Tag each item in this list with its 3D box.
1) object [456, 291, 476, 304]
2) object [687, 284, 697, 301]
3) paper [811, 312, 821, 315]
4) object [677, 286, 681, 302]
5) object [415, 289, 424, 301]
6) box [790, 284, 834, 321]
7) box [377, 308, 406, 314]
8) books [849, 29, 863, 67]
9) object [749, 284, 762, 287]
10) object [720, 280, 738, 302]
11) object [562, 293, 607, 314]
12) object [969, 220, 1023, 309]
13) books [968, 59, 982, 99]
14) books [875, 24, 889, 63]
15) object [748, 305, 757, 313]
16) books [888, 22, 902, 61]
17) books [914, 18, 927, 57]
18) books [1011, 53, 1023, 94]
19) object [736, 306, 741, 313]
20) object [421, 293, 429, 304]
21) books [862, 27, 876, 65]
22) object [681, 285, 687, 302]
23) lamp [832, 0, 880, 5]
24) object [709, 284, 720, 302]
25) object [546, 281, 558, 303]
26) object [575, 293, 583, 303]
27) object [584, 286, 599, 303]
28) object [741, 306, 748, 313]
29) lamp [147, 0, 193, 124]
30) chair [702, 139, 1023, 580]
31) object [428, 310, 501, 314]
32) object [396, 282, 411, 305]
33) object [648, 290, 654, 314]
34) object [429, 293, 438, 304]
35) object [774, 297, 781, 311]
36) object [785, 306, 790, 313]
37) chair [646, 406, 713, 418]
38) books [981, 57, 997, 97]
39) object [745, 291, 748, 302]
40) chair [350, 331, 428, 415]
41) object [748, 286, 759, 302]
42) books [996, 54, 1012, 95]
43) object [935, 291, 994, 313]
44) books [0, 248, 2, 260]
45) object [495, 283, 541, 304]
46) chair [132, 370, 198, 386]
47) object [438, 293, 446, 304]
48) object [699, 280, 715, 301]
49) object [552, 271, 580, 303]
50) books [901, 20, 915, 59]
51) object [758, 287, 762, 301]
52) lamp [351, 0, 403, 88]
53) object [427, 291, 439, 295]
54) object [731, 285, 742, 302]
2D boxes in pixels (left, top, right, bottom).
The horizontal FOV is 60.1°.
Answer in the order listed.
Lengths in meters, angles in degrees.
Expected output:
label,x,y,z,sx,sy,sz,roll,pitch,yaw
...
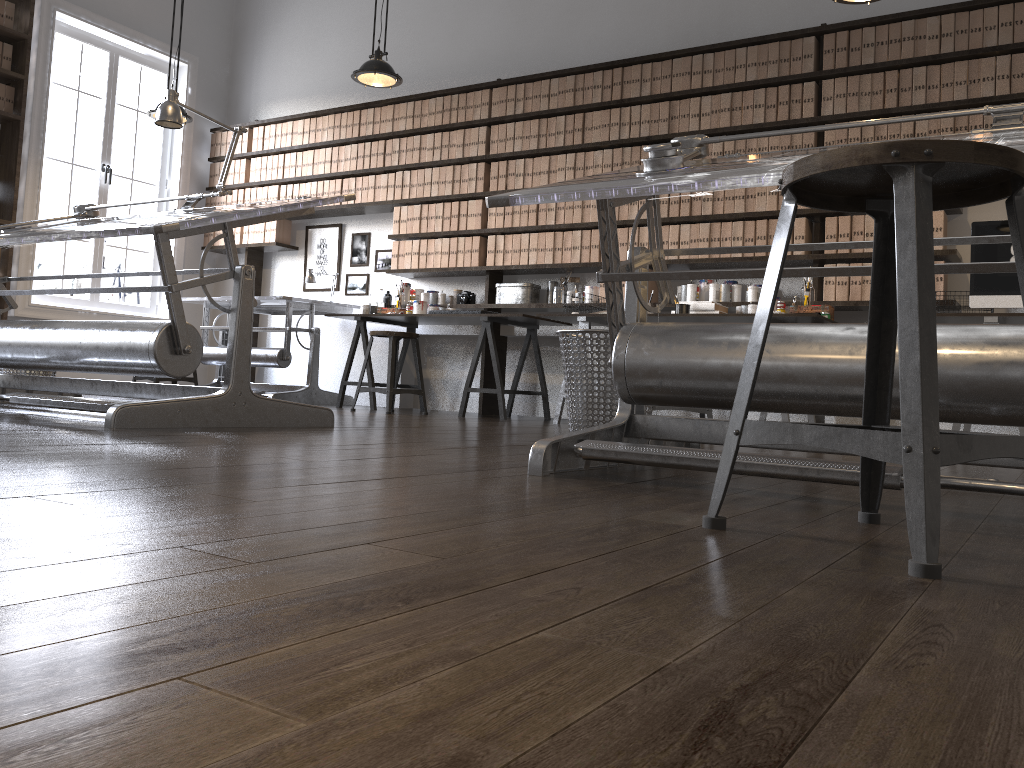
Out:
label,x,y,z,sx,sy,sz,roll,pitch,yaw
object,-0.352,-0.636,6.569,0.171,0.109,0.090,2,-2,32
object,1.133,-0.568,5.582,0.062,0.119,0.061,3,-3,-8
paper,1.590,-0.377,4.854,0.137,0.038,0.155,4,-1,-43
object,1.096,-0.569,5.713,0.062,0.119,0.061,4,-3,-17
object,-0.715,-0.668,6.855,0.070,0.131,0.070,4,-3,-20
box,1.689,-0.459,4.981,0.212,0.208,0.137,2,-3,32
box,-0.879,-0.521,6.585,0.212,0.083,0.137,3,-1,32
books,2.044,-1.949,5.222,0.067,0.226,0.174,1,-3,32
object,1.525,-0.550,5.520,0.094,0.130,0.094,2,-3,19
object,1.351,-0.572,5.570,0.094,0.162,0.205,1,-2,34
object,0.474,-0.489,5.725,0.204,0.161,0.283,2,-2,32
object,2.649,-0.562,4.414,0.643,0.519,0.204,2,-3,32
books,2.555,-1.647,4.873,0.067,0.226,0.174,1,-3,32
books,2.164,-1.944,5.146,0.067,0.226,0.174,1,-3,32
object,1.411,-0.415,5.182,0.062,0.095,0.061,3,-3,-8
books,2.224,-1.941,5.108,0.067,0.226,0.174,1,-3,32
books,2.337,-1.935,5.036,0.067,0.226,0.174,1,-3,32
books,2.729,-1.639,4.764,0.067,0.226,0.174,1,-3,32
object,1.373,-0.416,5.313,0.062,0.095,0.062,4,-3,-17
object,-0.662,-0.643,6.734,0.062,0.095,0.061,2,-3,18
books,2.101,-1.947,5.180,0.067,0.226,0.174,1,-3,32
object,1.110,-0.568,5.648,0.063,0.118,0.062,4,-3,-17
lamp,1.600,-2.854,3.954,0.312,2.259,0.310,5,-4,-33
object,1.258,-0.562,5.508,0.062,0.119,0.061,3,-3,0
object,0.286,-0.636,6.320,0.079,0.189,0.078,2,-3,11
object,0.500,-0.582,6.090,0.180,0.094,0.062,4,-3,-44
object,0.541,-0.597,6.020,0.095,0.128,0.094,1,-3,39
object,1.387,-0.415,5.248,0.063,0.094,0.062,4,-3,-17
lamp,-2.412,-3.046,6.464,0.311,2.259,0.311,2,-3,12
chair,0.530,-0.035,1.226,0.358,0.529,0.371,4,-3,-30
object,-0.296,-0.465,5.953,0.446,0.033,0.311,3,-1,32
object,-0.842,-0.692,6.848,0.107,0.177,0.107,1,-3,34
object,0.856,-0.493,5.634,0.101,0.210,0.101,4,-3,-13
object,-0.596,-0.639,6.709,0.062,0.094,0.063,2,-3,18
object,1.498,-0.429,5.113,0.105,0.142,0.103,1,-3,40
object,1.588,-0.399,5.084,0.060,0.089,0.059,1,-3,37
chair,0.863,0.010,4.601,0.372,0.529,0.357,3,-3,5
books,2.607,-1.644,4.839,0.067,0.226,0.174,1,-3,32
object,1.466,-0.530,5.455,0.054,0.081,0.054,2,-3,22
chair,-0.773,-0.068,5.709,0.372,0.529,0.357,1,-3,40
object,1.462,-0.542,5.369,0.062,0.096,0.062,4,-3,-26
books,2.668,-1.642,4.798,0.067,0.226,0.174,1,-3,32
object,2.368,-0.397,4.645,0.284,0.161,0.203,3,-2,24
books,-3.932,-0.915,6.668,0.174,0.226,0.066,2,-3,32
object,0.041,-0.637,6.370,0.317,0.153,0.192,2,-2,32
chair,-2.396,-0.150,6.149,0.372,0.529,0.357,1,-3,40
object,-0.531,-0.636,6.695,0.062,0.095,0.061,2,-3,18
object,1.236,-0.578,5.629,0.095,0.162,0.093,2,-3,28
object,0.368,-0.681,6.181,0.181,0.272,0.156,2,-3,16
books,2.278,-1.938,5.068,0.067,0.226,0.174,1,-3,32
object,1.524,-0.538,5.392,0.062,0.095,0.063,4,-3,-26
lamp,-0.760,-2.967,5.433,0.311,2.259,0.311,2,-3,12
object,-0.614,-0.652,6.836,0.094,0.128,0.095,4,-3,-28
object,1.394,-0.554,5.503,0.062,0.119,0.061,3,-3,0
